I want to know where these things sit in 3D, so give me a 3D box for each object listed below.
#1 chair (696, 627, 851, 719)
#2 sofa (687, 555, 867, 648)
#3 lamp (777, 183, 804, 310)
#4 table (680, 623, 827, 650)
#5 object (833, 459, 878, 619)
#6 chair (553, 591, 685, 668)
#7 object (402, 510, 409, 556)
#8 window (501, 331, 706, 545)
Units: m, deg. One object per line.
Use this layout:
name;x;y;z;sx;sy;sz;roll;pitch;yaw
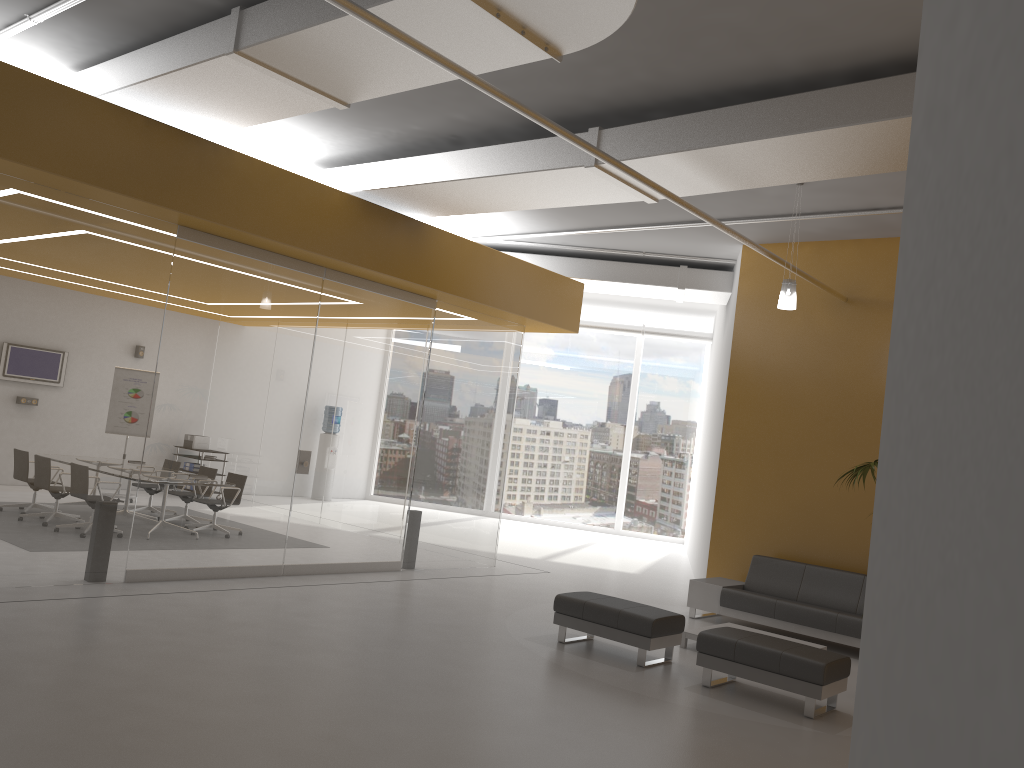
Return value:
chair;1.974;2.178;6.764;1.012;0.423;0.575;4;-5;40
sofa;3.128;2.326;9.386;2.400;0.761;0.860;4;-5;40
lamp;2.697;-1.329;8.504;0.174;1.227;0.174;8;-4;-9
table;2.257;2.451;8.273;1.000;0.150;1.000;4;-5;40
object;3.076;1.570;7.173;0.912;1.956;1.222;8;-4;-9
chair;0.909;2.105;7.682;1.012;0.423;0.575;4;-5;40
object;-1.249;1.901;10.863;0.124;0.706;0.152;5;-5;35
window;1.149;0.855;19.420;8.533;4.498;0.100;7;-4;10
